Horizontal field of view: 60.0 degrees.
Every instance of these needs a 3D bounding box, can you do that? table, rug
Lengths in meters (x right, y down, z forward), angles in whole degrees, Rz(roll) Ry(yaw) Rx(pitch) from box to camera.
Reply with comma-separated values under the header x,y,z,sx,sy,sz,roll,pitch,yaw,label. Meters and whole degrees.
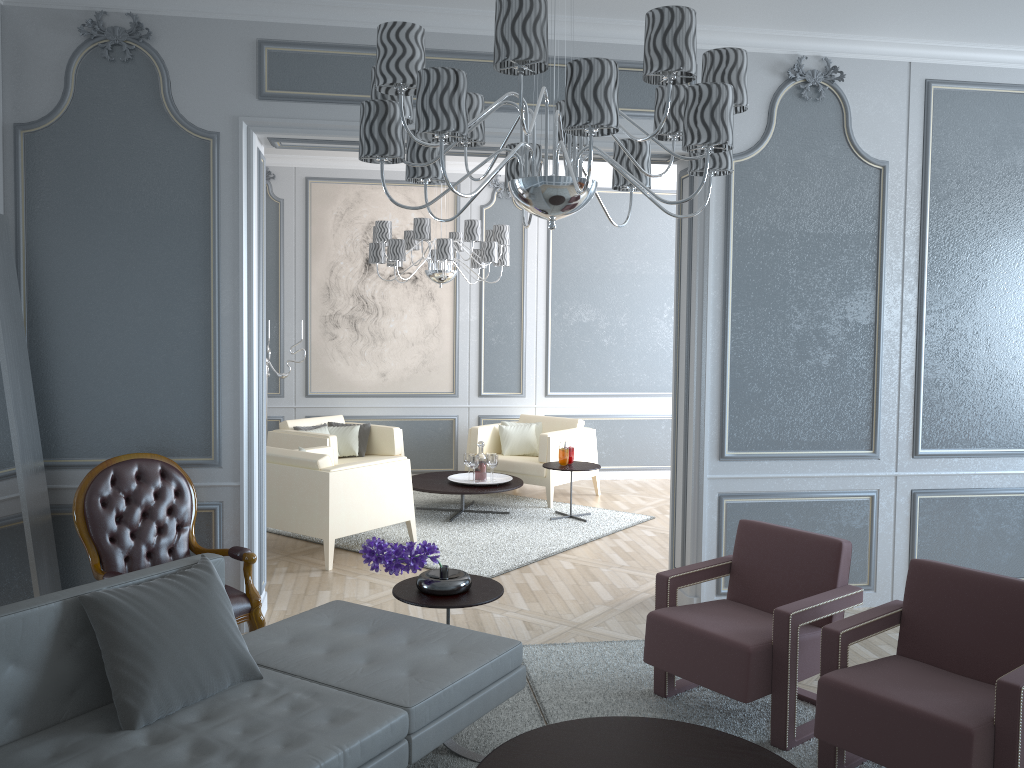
x,y,z,sx,sy,sz,roll,pitch,yaw,label
-0.239,0.951,3.304,0.414,0.384,0.414,-1,4,-21,table
-0.359,0.821,6.442,0.882,0.239,0.883,0,4,-11,table
0.325,1.117,2.157,0.882,0.239,0.883,1,4,9,table
0.420,0.767,6.289,0.414,0.384,0.414,3,4,39,table
0.250,1.228,2.196,2.018,0.010,3.207,0,4,-9,rug
-0.372,0.955,6.145,2.001,0.010,2.001,3,5,36,rug

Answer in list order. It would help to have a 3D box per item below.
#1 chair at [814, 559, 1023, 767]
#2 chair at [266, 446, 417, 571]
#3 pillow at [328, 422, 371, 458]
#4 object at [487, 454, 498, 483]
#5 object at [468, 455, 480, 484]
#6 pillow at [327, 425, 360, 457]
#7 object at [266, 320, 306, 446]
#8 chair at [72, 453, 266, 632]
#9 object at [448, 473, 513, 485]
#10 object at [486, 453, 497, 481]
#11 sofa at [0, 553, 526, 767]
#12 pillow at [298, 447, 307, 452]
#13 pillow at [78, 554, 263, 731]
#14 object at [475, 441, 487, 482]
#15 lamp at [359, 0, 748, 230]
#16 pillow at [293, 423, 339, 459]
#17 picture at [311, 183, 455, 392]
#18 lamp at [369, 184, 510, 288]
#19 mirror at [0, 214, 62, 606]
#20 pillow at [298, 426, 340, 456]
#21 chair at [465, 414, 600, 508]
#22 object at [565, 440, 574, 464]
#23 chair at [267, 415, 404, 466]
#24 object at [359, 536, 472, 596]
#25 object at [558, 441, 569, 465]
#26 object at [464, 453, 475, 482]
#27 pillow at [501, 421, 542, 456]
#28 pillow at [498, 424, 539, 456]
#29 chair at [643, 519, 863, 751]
x,y,z,sx,sy,sz,roll,pitch,yaw,label
1.254,0.899,2.603,0.606,0.620,0.576,-2,4,-39,chair
-1.140,0.687,5.448,0.855,0.620,0.737,3,4,36,chair
-1.311,0.447,7.043,0.351,0.276,0.184,1,3,7,pillow
-0.139,0.607,6.369,0.080,0.196,0.080,-1,3,-26,object
-0.272,0.609,6.326,0.080,0.196,0.080,0,3,-6,object
-1.355,0.451,6.966,0.312,0.245,0.163,0,3,-5,pillow
-1.933,0.195,6.943,0.446,1.385,0.447,3,4,36,object
-1.364,0.710,3.474,0.575,0.828,0.573,3,4,41,chair
-0.230,0.692,6.398,0.468,0.028,0.468,1,4,4,object
-0.153,0.602,6.451,0.080,0.196,0.080,-1,3,-26,object
-0.868,0.882,2.098,0.810,0.667,2.205,3,4,31,sofa
-1.265,0.552,5.487,0.182,0.285,0.361,1,3,-3,pillow
-0.900,0.690,2.370,0.253,0.353,0.422,2,4,28,pillow
-0.225,0.557,6.403,0.086,0.290,0.086,1,3,12,object
0.107,-0.964,2.306,0.976,1.119,0.977,-1,3,-21,lamp
-1.522,0.456,6.866,0.184,0.276,0.351,3,4,37,pillow
-1.093,-0.804,7.535,1.199,1.750,0.001,0,3,-9,picture
-0.502,-1.234,6.224,0.976,1.119,0.977,-1,3,-21,lamp
-1.858,0.262,2.960,0.251,1.791,1.401,0,3,-9,mirror
-1.477,0.461,6.790,0.163,0.245,0.312,2,4,25,pillow
0.160,0.589,7.138,0.855,0.620,0.737,3,4,36,chair
0.409,0.488,6.354,0.075,0.165,0.075,3,4,40,object
-1.365,0.587,6.901,0.737,0.620,0.855,3,4,36,chair
-0.336,0.652,3.214,0.425,0.221,0.206,-2,4,-39,object
0.366,0.492,6.279,0.075,0.165,0.075,0,3,-20,object
-0.310,0.602,6.417,0.080,0.196,0.080,-1,3,-26,object
0.083,0.448,7.264,0.351,0.276,0.184,0,3,-3,pillow
0.054,0.453,7.180,0.312,0.245,0.163,0,3,-15,pillow
0.839,0.856,3.168,0.606,0.620,0.576,-2,4,-39,chair
